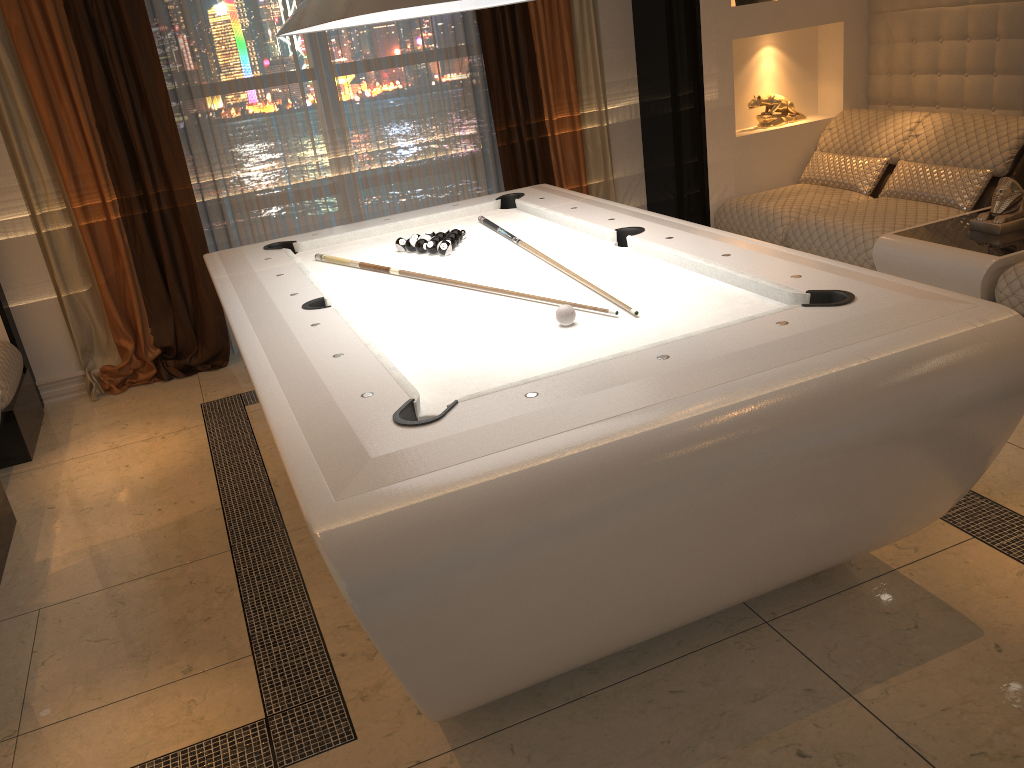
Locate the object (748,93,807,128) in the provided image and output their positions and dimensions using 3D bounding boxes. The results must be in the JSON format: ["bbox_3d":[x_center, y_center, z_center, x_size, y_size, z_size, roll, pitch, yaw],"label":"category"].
[{"bbox_3d":[1.570,-1.624,5.236,0.409,0.202,0.124,-14,23,-14],"label":"object"}]

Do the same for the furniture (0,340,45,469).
[{"bbox_3d":[-2.861,0.021,4.001,1.107,0.810,0.660,-16,23,-18],"label":"furniture"}]

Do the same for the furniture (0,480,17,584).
[{"bbox_3d":[-2.386,0.408,2.893,1.107,0.810,0.660,-16,23,-18],"label":"furniture"}]

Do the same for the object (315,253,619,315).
[{"bbox_3d":[-0.249,-0.353,2.989,0.028,0.026,1.605,-25,28,-36],"label":"object"}]

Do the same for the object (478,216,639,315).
[{"bbox_3d":[0.100,-0.453,3.110,0.028,0.026,1.605,-14,23,-13],"label":"object"}]

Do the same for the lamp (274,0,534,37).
[{"bbox_3d":[-0.258,-1.585,2.489,0.939,0.995,1.578,-16,23,-17],"label":"lamp"}]

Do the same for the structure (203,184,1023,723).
[{"bbox_3d":[-0.048,-0.027,3.119,1.659,0.812,2.912,-16,23,-18],"label":"structure"}]

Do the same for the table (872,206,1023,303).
[{"bbox_3d":[2.262,-0.496,3.935,1.143,0.457,0.608,-16,23,-18],"label":"table"}]

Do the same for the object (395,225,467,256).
[{"bbox_3d":[-0.274,-0.568,3.484,0.299,0.057,0.265,13,30,42],"label":"object"}]

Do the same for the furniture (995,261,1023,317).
[{"bbox_3d":[2.600,-0.370,3.034,1.107,0.810,1.312,-16,23,-18],"label":"furniture"}]

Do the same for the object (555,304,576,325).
[{"bbox_3d":[0.146,-0.188,2.411,0.057,0.057,0.057,10,28,37],"label":"object"}]

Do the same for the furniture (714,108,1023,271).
[{"bbox_3d":[1.885,-0.953,4.703,1.107,0.810,1.312,-16,23,-18],"label":"furniture"}]

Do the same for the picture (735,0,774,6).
[{"bbox_3d":[1.323,-2.196,4.877,0.264,0.209,0.090,-16,23,-18],"label":"picture"}]

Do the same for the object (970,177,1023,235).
[{"bbox_3d":[2.160,-0.790,3.795,0.344,0.217,0.155,-16,23,-18],"label":"object"}]
